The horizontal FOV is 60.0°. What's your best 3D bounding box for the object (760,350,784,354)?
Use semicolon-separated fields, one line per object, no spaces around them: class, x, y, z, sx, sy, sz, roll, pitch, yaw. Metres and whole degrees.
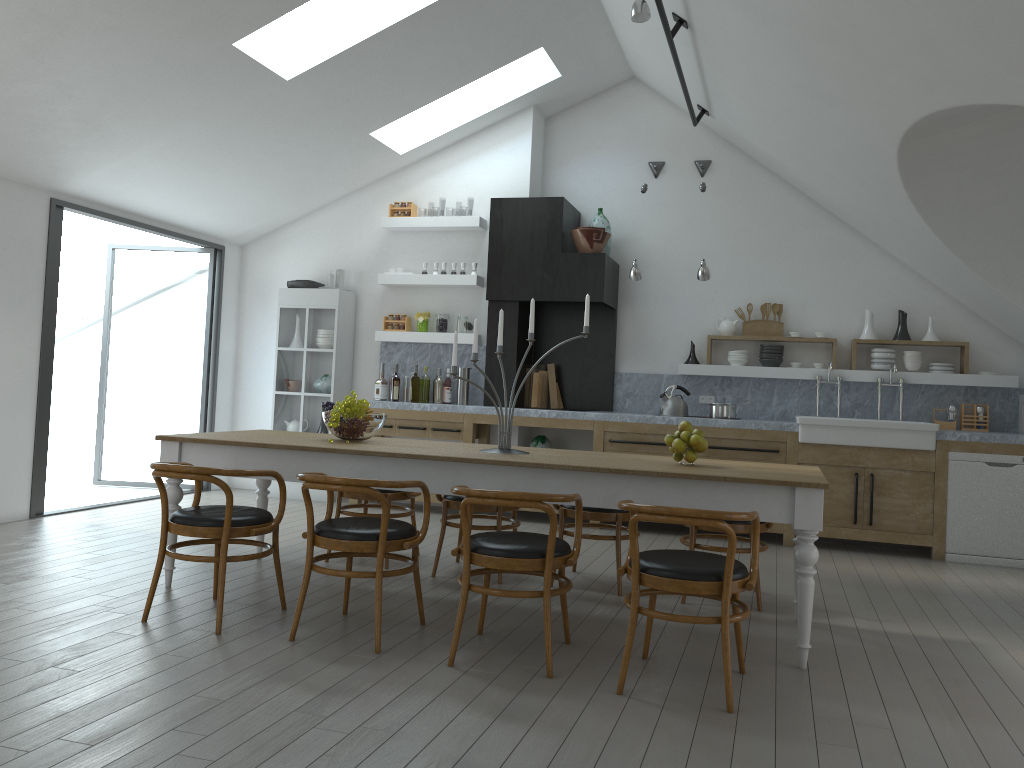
object;2.291;-0.257;7.826;0.205;0.072;0.205;3;-1;4

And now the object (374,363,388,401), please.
object;-1.214;-0.020;8.251;0.088;0.360;0.085;1;-2;38

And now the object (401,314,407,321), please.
object;-1.022;-0.624;8.390;0.059;0.075;0.058;2;-2;40

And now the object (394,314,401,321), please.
object;-1.086;-0.627;8.409;0.059;0.075;0.058;2;-2;40

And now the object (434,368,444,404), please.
object;-0.667;0.020;8.091;0.085;0.331;0.085;2;-2;25

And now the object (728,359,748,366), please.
object;2.014;-0.189;7.905;0.181;0.064;0.181;2;-1;39

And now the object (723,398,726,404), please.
object;1.777;0.198;7.482;0.051;0.167;0.235;2;-1;12

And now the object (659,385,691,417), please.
object;1.386;0.140;7.562;0.246;0.268;0.246;2;-1;27

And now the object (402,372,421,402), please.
object;-0.928;0.027;8.261;0.184;0.286;0.183;1;-2;41

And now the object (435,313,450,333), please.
object;-0.650;-0.564;8.259;0.120;0.183;0.120;2;-2;32

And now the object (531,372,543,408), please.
object;0.229;0.060;8.150;0.081;0.336;0.148;2;-2;7

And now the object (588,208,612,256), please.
object;0.811;-1.384;8.242;0.230;0.504;0.231;4;-2;-32

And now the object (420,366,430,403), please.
object;-0.798;0.009;8.152;0.092;0.339;0.092;1;-2;35

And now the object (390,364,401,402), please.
object;-1.068;-0.005;8.117;0.093;0.359;0.092;4;-2;-39

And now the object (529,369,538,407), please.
object;0.197;0.042;8.239;0.068;0.367;0.131;2;-2;31

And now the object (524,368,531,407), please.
object;0.147;0.033;8.269;0.057;0.359;0.074;1;-2;31

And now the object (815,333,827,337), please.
object;2.696;-0.421;7.736;0.098;0.049;0.098;3;-1;14

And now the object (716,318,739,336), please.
object;1.936;-0.511;7.975;0.168;0.169;0.174;3;-1;0

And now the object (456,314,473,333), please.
object;-0.444;-0.552;8.198;0.103;0.178;0.207;1;-2;39

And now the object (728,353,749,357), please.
object;2.018;-0.235;7.906;0.181;0.069;0.181;2;-1;34

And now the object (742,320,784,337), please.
object;2.234;-0.493;7.893;0.353;0.158;0.084;3;-2;17

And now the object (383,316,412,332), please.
object;-1.088;-0.564;8.405;0.237;0.146;0.120;2;-1;17

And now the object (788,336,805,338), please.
object;2.490;-0.407;7.797;0.164;0.012;0.163;2;0;34

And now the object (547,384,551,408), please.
object;0.356;0.098;8.367;0.105;0.296;0.110;3;-2;-8

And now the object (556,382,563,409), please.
object;0.428;0.111;8.325;0.113;0.252;0.057;2;-2;20

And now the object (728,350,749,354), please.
object;2.021;-0.263;7.907;0.181;0.076;0.181;3;-1;-36

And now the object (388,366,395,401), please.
object;-1.114;0.000;8.314;0.085;0.331;0.085;2;-2;25

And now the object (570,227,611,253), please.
object;0.695;-1.257;7.928;0.348;0.237;0.366;2;-1;34

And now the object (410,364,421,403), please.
object;-0.878;0.000;8.063;0.092;0.359;0.092;4;-2;-29

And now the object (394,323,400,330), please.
object;-1.090;-0.540;8.406;0.059;0.075;0.058;2;-2;40

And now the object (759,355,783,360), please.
object;2.286;-0.207;7.825;0.205;0.086;0.205;3;-1;-36

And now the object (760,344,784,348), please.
object;2.297;-0.309;7.832;0.205;0.080;0.205;2;-1;19

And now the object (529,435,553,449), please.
object;0.261;0.724;8.179;0.230;0.499;0.231;4;-2;-32

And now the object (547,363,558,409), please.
object;0.389;0.021;8.259;0.078;0.428;0.148;4;-2;-38

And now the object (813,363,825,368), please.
object;2.677;-0.153;7.728;0.098;0.049;0.098;3;-1;14

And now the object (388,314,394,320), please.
object;-1.151;-0.629;8.429;0.059;0.075;0.058;2;-2;40

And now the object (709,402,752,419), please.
object;1.843;0.226;7.426;0.394;0.170;0.232;3;-1;-3

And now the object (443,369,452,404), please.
object;-0.591;0.023;8.172;0.081;0.330;0.081;1;-3;44

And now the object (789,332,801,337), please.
object;2.491;-0.430;7.798;0.098;0.049;0.098;3;-1;14

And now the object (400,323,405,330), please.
object;-1.026;-0.537;8.387;0.059;0.075;0.058;2;-2;40

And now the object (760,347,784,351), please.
object;2.296;-0.282;7.829;0.205;0.084;0.205;2;-1;44

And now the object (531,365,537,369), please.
object;0.204;0.032;8.422;0.068;0.425;0.088;1;-2;31

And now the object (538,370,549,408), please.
object;0.279;0.058;8.259;0.072;0.367;0.130;1;-2;35

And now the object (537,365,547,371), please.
object;0.270;0.047;8.392;0.089;0.459;0.110;2;-2;17

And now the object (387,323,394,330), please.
object;-1.155;-0.543;8.426;0.059;0.075;0.058;2;-2;40

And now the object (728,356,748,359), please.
object;2.014;-0.211;7.906;0.181;0.065;0.181;3;-1;-36

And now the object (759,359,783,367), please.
object;2.285;-0.181;7.824;0.205;0.072;0.205;3;-1;4

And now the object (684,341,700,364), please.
object;1.639;-0.285;8.043;0.156;0.219;0.156;3;-1;-2

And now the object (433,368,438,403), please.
object;-0.689;0.018;8.216;0.085;0.331;0.085;2;-2;25

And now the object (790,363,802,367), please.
object;2.493;-0.161;7.784;0.098;0.049;0.098;3;-1;14

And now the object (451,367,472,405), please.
object;-0.458;0.020;8.068;0.164;0.340;0.114;2;-2;20

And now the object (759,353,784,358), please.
object;2.288;-0.235;7.819;0.205;0.086;0.205;3;-1;-31
